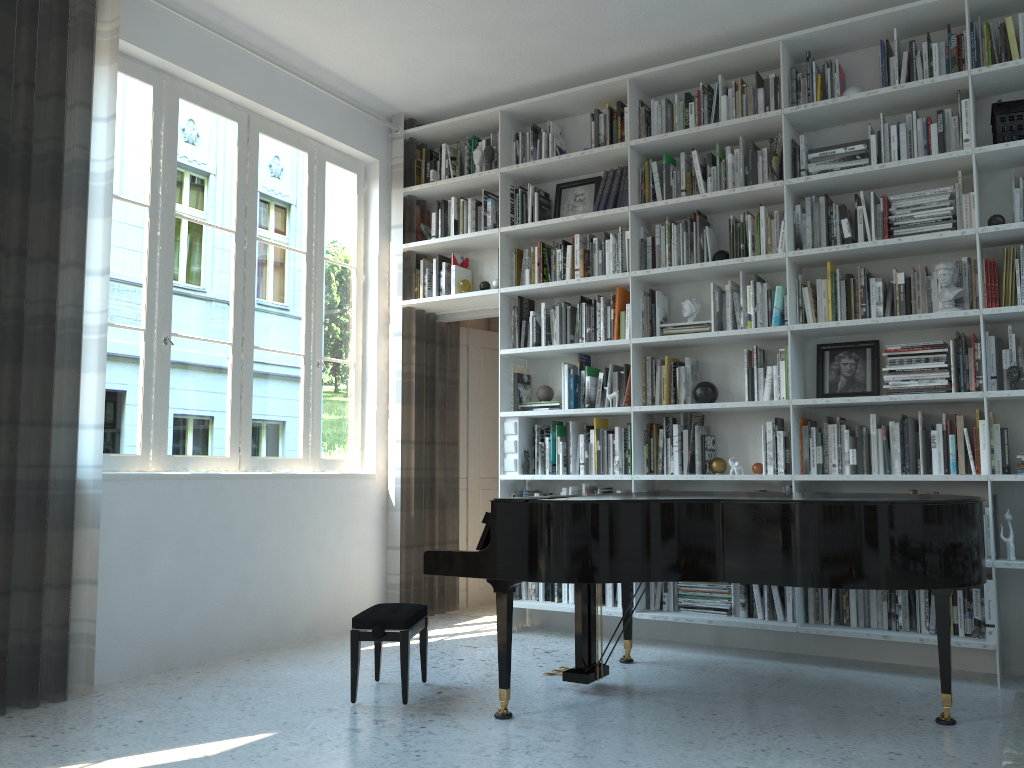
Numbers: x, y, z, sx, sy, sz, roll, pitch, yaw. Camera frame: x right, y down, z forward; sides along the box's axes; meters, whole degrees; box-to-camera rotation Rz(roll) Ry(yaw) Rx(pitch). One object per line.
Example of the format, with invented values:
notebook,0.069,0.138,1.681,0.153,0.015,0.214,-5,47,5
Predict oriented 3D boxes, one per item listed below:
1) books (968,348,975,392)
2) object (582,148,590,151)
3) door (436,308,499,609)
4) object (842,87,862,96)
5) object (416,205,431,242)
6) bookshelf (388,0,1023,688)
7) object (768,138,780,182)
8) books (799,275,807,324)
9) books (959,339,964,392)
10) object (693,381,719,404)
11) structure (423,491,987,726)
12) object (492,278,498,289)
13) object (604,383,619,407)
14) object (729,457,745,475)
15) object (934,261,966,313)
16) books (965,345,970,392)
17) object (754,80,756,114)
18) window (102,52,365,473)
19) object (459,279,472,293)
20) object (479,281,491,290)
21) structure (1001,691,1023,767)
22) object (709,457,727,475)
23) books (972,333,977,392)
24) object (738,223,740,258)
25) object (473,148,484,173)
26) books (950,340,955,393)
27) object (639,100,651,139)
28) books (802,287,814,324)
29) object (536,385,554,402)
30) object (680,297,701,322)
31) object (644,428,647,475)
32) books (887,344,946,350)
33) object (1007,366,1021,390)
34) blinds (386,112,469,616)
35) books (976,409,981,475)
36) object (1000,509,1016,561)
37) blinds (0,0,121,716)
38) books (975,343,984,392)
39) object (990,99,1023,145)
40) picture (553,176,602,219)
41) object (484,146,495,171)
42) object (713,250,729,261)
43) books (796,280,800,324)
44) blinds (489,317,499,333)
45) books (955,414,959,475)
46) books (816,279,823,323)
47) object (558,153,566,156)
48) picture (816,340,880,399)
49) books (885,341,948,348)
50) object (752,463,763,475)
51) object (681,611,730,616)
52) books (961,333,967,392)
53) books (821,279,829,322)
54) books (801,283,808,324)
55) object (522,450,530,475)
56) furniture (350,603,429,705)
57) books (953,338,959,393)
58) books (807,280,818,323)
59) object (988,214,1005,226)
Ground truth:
books,2.147,-0.054,4.133,0.021,0.217,0.132,-3,-6,31
object,0.444,-1.349,5.232,0.082,0.083,0.082,-1,-6,9
door,-0.041,0.538,6.044,0.834,1.978,0.787,-3,-6,31
object,1.713,-1.439,4.460,0.105,0.106,0.105,-1,-6,9
object,-0.592,-1.023,5.854,0.035,0.295,0.176,-3,-6,31
bookshelf,1.980,-0.219,4.167,6.299,3.139,0.330,-3,-6,31
object,1.342,-1.137,4.542,0.075,0.254,0.075,-1,-5,10
books,1.501,-0.411,4.563,0.010,0.281,0.140,-3,-6,31
books,2.111,-0.071,4.152,0.013,0.256,0.163,-3,-6,31
object,1.040,0.052,4.761,0.134,0.135,0.134,1,-6,-10
structure,0.814,0.860,3.538,1.919,0.832,1.335,-3,-7,31
object,-0.088,-0.617,5.486,0.071,0.072,0.071,-1,-6,9
object,0.549,0.065,4.894,0.081,0.140,0.044,-1,-5,15
object,1.162,0.423,4.589,0.078,0.095,0.060,5,-7,-42
object,2.008,-0.440,4.081,0.137,0.243,0.138,0,-5,-3
books,2.134,-0.060,4.144,0.013,0.232,0.134,-3,-6,31
object,1.327,-1.481,4.750,0.010,0.246,0.157,-3,-6,31
window,-1.440,-0.514,4.794,0.073,2.007,1.984,-3,-6,31
object,-0.293,-0.615,5.576,0.087,0.087,0.087,1,-6,-10
object,-0.169,-0.609,5.557,0.071,0.072,0.071,-1,-6,9
structure,2.761,0.797,2.009,2.900,0.658,3.115,-4,-7,31
object,1.094,0.435,4.706,0.091,0.092,0.091,-1,-6,9
books,2.152,-0.087,4.113,0.011,0.279,0.186,-3,-6,31
object,1.237,-0.734,4.748,0.010,0.225,0.142,-3,-6,31
object,-0.209,-1.366,5.498,0.067,0.198,0.067,1,-5,-16
books,2.076,-0.069,4.163,0.012,0.254,0.161,-3,-6,31
object,0.767,-1.465,5.090,0.012,0.285,0.159,-3,-6,31
books,1.524,-0.379,4.516,0.053,0.208,0.156,-3,-6,31
object,0.197,0.060,5.271,0.105,0.106,0.105,-1,-6,9
object,0.980,-0.402,4.862,0.095,0.156,0.121,-5,-7,45
object,0.769,0.377,4.925,0.012,0.254,0.161,-3,-6,31
books,1.944,-0.168,4.255,0.254,0.012,0.161,-3,-7,28
object,2.205,-0.025,3.896,0.054,0.113,0.079,-3,-6,30
blinds,-0.552,-0.105,5.912,0.140,3.227,0.776,-3,-6,31
books,2.160,0.268,4.093,0.011,0.300,0.149,-3,-6,31
object,2.172,0.658,3.882,0.053,0.224,0.046,-5,-7,43
blinds,-1.992,-0.347,3.529,0.140,3.227,0.776,-3,-6,31
books,2.166,-0.064,4.091,0.034,0.229,0.199,-3,-6,31
object,2.277,-1.184,4.059,0.135,0.248,0.135,-2,-6,21
picture,0.393,-1.086,5.337,0.300,0.299,0.077,-3,-6,31
object,-0.139,-1.370,5.456,0.067,0.198,0.067,1,-5,-16
object,1.125,-0.669,4.751,0.097,0.098,0.097,1,-6,-10
books,1.487,-0.397,4.560,0.012,0.254,0.161,-3,-6,31
blinds,0.056,-0.004,6.918,0.140,3.227,0.776,-3,-6,31
books,2.087,0.282,4.147,0.010,0.283,0.132,-3,-6,31
books,1.580,-0.399,4.508,0.026,0.247,0.139,-3,-6,31
object,0.309,-1.340,5.313,0.082,0.083,0.082,-1,-6,9
picture,1.689,-0.065,4.462,0.300,0.299,0.077,-3,-6,31
books,1.943,-0.180,4.254,0.254,0.012,0.161,-4,-7,35
object,1.264,0.435,4.553,0.061,0.062,0.061,1,-6,-10
object,1.041,1.202,4.680,0.254,0.007,0.161,-4,-7,34
books,2.120,-0.088,4.147,0.011,0.288,0.152,-3,-6,31
books,1.601,-0.397,4.488,0.029,0.240,0.156,-3,-6,31
books,1.510,-0.388,4.555,0.011,0.235,0.142,-3,-6,31
object,0.082,0.458,5.165,0.045,0.146,0.045,2,-5,-20
furniture,-0.507,1.112,3.719,0.240,0.353,0.467,-1,-6,6
books,2.085,-0.073,4.155,0.011,0.260,0.184,-3,-6,31
books,1.546,-0.395,4.518,0.042,0.241,0.162,-3,-6,31
object,2.202,-0.735,4.031,0.071,0.072,0.071,1,-6,-10
